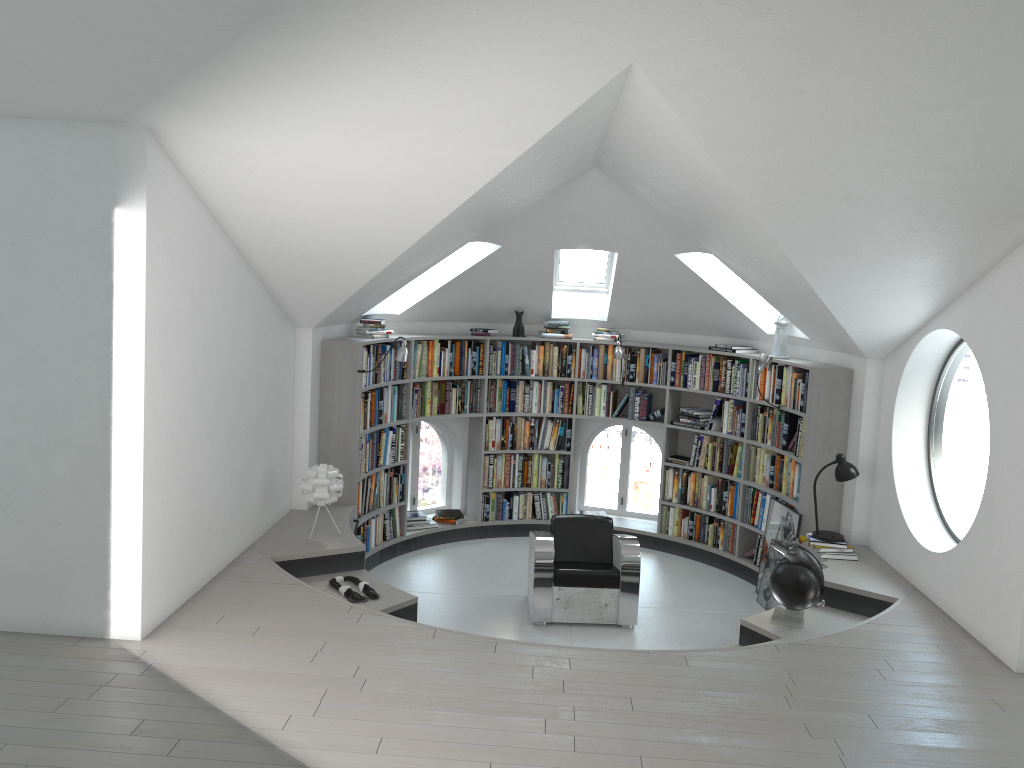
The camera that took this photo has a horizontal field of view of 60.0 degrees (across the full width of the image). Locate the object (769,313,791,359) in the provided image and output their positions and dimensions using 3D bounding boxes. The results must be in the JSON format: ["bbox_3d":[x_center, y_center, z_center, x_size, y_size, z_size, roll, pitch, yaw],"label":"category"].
[{"bbox_3d":[2.384,-0.460,7.856,0.179,0.471,0.179,4,6,11],"label":"object"}]

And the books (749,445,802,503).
[{"bbox_3d":[2.414,0.782,7.725,0.275,0.347,1.024,2,7,-12],"label":"books"}]

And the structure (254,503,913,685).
[{"bbox_3d":[0.484,1.494,7.041,4.712,0.691,4.720,-3,9,-42],"label":"structure"}]

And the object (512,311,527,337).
[{"bbox_3d":[0.083,-0.610,8.994,0.147,0.264,0.202,3,6,-1],"label":"object"}]

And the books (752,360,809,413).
[{"bbox_3d":[2.443,0.017,7.671,0.292,0.361,1.017,1,7,-15],"label":"books"}]

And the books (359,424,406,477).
[{"bbox_3d":[-1.262,0.574,7.874,0.261,0.358,1.022,5,7,19],"label":"books"}]

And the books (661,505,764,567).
[{"bbox_3d":[2.024,1.425,8.437,0.359,0.310,1.501,-1,8,-35],"label":"books"}]

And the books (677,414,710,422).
[{"bbox_3d":[1.831,0.330,8.749,0.269,0.031,0.286,-2,9,-37],"label":"books"}]

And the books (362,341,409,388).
[{"bbox_3d":[-1.248,-0.188,7.821,0.300,0.360,1.035,5,7,18],"label":"books"}]

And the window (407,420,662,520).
[{"bbox_3d":[0.098,0.858,9.253,3.230,1.148,0.619,2,6,-12],"label":"window"}]

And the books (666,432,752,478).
[{"bbox_3d":[1.960,0.657,8.541,0.252,0.351,0.976,-3,9,-45],"label":"books"}]

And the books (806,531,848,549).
[{"bbox_3d":[2.394,1.188,6.753,0.269,0.031,0.286,4,7,12],"label":"books"}]

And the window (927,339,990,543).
[{"bbox_3d":[3.111,0.375,5.856,0.104,1.466,1.475,3,6,2],"label":"window"}]

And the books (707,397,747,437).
[{"bbox_3d":[2.136,0.301,8.386,0.256,0.350,0.554,-2,8,-41],"label":"books"}]

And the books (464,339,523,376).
[{"bbox_3d":[-0.217,-0.268,8.970,0.682,0.345,0.265,0,6,-21],"label":"books"}]

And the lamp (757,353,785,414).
[{"bbox_3d":[2.236,-0.002,7.597,0.275,0.524,0.112,2,5,-7],"label":"lamp"}]

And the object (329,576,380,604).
[{"bbox_3d":[-1.056,1.364,5.904,0.218,0.082,0.474,-2,8,-34],"label":"object"}]

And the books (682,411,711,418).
[{"bbox_3d":[1.832,0.299,8.746,0.213,0.036,0.227,-2,9,-37],"label":"books"}]

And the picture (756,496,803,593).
[{"bbox_3d":[2.249,1.445,7.492,0.090,0.861,0.580,2,6,-8],"label":"picture"}]

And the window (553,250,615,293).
[{"bbox_3d":[0.681,-1.188,8.182,4.055,0.711,1.938,3,7,3],"label":"window"}]

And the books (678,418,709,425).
[{"bbox_3d":[1.829,0.361,8.751,0.286,0.031,0.269,8,9,37],"label":"books"}]

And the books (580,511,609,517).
[{"bbox_3d":[0.860,1.372,9.257,0.268,0.029,0.254,2,7,-7],"label":"books"}]

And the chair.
[{"bbox_3d":[0.559,1.480,7.143,0.823,0.717,0.743,3,6,-3],"label":"chair"}]

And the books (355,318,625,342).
[{"bbox_3d":[-0.217,-0.541,8.655,2.814,0.173,0.750,-1,8,-27],"label":"books"}]

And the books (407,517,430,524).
[{"bbox_3d":[-0.976,1.330,8.756,0.269,0.031,0.286,0,7,-21],"label":"books"}]

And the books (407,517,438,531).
[{"bbox_3d":[-0.978,1.364,8.759,0.365,0.042,0.389,-1,8,-31],"label":"books"}]

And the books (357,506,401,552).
[{"bbox_3d":[-1.312,1.304,8.010,0.283,0.319,0.920,5,7,21],"label":"books"}]

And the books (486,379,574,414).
[{"bbox_3d":[0.158,0.112,9.134,1.028,0.358,0.301,2,6,-12],"label":"books"}]

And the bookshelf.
[{"bbox_3d":[0.591,0.570,8.343,4.333,1.875,2.115,3,6,3],"label":"bookshelf"}]

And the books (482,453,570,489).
[{"bbox_3d":[0.141,0.877,9.168,1.031,0.356,0.293,1,6,-12],"label":"books"}]

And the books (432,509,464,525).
[{"bbox_3d":[-0.634,1.336,8.914,0.318,0.099,0.292,3,7,4],"label":"books"}]

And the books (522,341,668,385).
[{"bbox_3d":[0.854,-0.233,9.047,1.566,0.366,0.395,4,6,8],"label":"books"}]

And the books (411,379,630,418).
[{"bbox_3d":[0.001,0.138,8.910,2.528,0.370,0.592,1,7,-17],"label":"books"}]

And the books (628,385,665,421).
[{"bbox_3d":[1.398,0.200,8.949,0.399,0.340,0.224,6,6,22],"label":"books"}]

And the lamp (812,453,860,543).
[{"bbox_3d":[2.446,0.849,6.714,0.323,0.658,0.234,5,6,18],"label":"lamp"}]

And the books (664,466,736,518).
[{"bbox_3d":[1.889,1.025,8.643,0.874,0.350,0.272,9,9,44],"label":"books"}]

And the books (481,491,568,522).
[{"bbox_3d":[0.107,1.238,9.193,1.019,0.305,0.288,1,6,-13],"label":"books"}]

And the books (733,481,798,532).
[{"bbox_3d":[2.364,1.152,7.823,0.304,0.358,1.188,1,7,-16],"label":"books"}]

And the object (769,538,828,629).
[{"bbox_3d":[1.832,1.269,5.714,0.320,0.561,0.321,0,6,-24],"label":"object"}]

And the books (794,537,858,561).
[{"bbox_3d":[2.390,1.256,6.759,0.365,0.042,0.389,3,7,2],"label":"books"}]

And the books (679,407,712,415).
[{"bbox_3d":[1.834,0.268,8.743,0.269,0.031,0.286,1,7,-17],"label":"books"}]

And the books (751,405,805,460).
[{"bbox_3d":[2.425,0.400,7.694,0.279,0.357,1.055,2,7,-12],"label":"books"}]

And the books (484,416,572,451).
[{"bbox_3d":[0.148,0.494,9.128,0.997,0.350,0.298,1,6,-14],"label":"books"}]

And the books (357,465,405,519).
[{"bbox_3d":[-1.365,1.149,7.673,0.391,0.693,1.645,4,7,12],"label":"books"}]

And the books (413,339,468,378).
[{"bbox_3d":[-0.778,-0.260,8.582,0.793,0.372,0.269,-3,9,-44],"label":"books"}]

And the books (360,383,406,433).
[{"bbox_3d":[-1.274,0.194,7.877,0.303,0.347,1.090,5,7,18],"label":"books"}]

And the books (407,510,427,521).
[{"bbox_3d":[-0.975,1.299,8.753,0.213,0.036,0.227,0,7,-21],"label":"books"}]

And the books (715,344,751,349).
[{"bbox_3d":[2.110,-0.354,8.447,0.233,0.027,0.248,0,8,-25],"label":"books"}]

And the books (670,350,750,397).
[{"bbox_3d":[1.962,-0.115,8.527,0.306,0.366,0.971,-3,9,-44],"label":"books"}]

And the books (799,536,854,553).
[{"bbox_3d":[2.392,1.220,6.756,0.286,0.034,0.305,2,7,-7],"label":"books"}]

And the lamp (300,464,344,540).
[{"bbox_3d":[-1.393,0.854,6.495,0.305,0.523,0.306,2,6,-9],"label":"lamp"}]

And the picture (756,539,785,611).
[{"bbox_3d":[2.188,1.622,7.330,0.107,0.554,0.491,2,6,-7],"label":"picture"}]

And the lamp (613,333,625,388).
[{"bbox_3d":[1.060,-0.225,8.768,0.113,0.565,0.358,4,6,9],"label":"lamp"}]

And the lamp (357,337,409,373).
[{"bbox_3d":[-1.062,-0.245,7.351,0.414,0.311,0.117,3,5,-1],"label":"lamp"}]

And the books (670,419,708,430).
[{"bbox_3d":[1.828,0.393,8.754,0.389,0.042,0.366,9,9,42],"label":"books"}]

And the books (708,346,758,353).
[{"bbox_3d":[2.108,-0.326,8.450,0.316,0.036,0.337,-2,8,-35],"label":"books"}]
